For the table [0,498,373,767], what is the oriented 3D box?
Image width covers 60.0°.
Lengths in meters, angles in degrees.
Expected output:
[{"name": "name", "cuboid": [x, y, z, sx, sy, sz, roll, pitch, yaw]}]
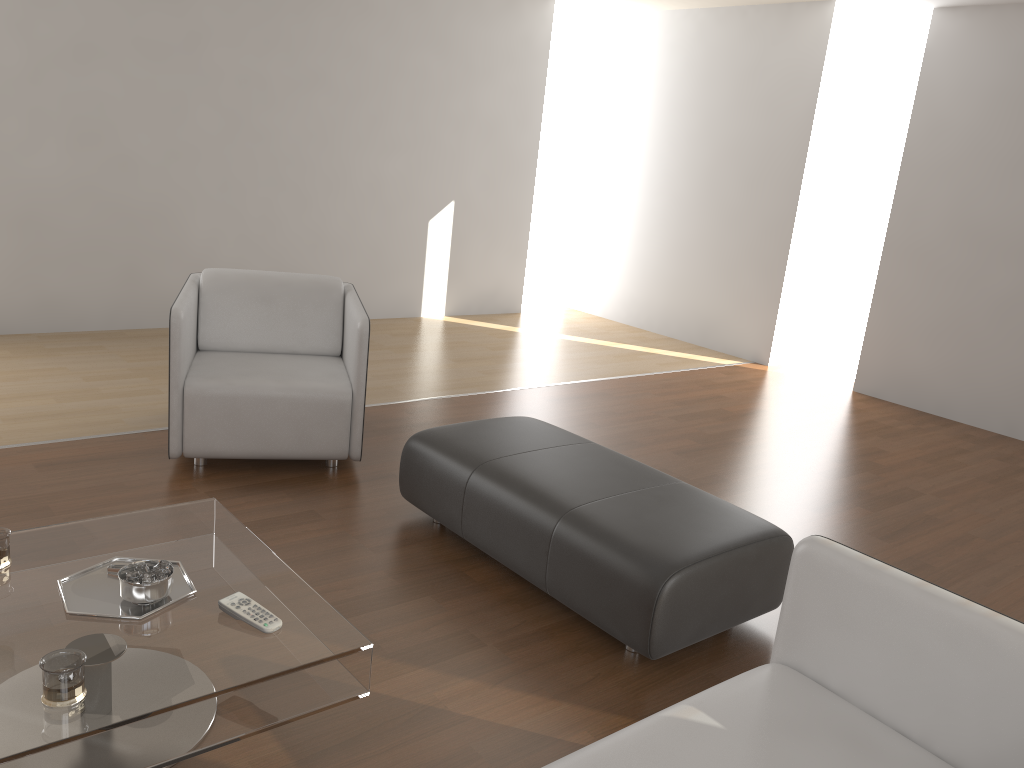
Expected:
[{"name": "table", "cuboid": [-0.948, 0.631, 2.020, 0.900, 0.300, 0.900, -6, 19, -39]}]

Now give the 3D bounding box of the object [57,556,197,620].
[{"name": "object", "cuboid": [-0.888, 0.469, 2.048, 0.273, 0.011, 0.315, -3, 18, -33]}]

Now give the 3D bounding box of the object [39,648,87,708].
[{"name": "object", "cuboid": [-0.833, 0.546, 1.647, 0.079, 0.077, 0.079, 17, 18, 36]}]

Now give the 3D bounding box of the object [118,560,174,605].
[{"name": "object", "cuboid": [-0.830, 0.447, 2.012, 0.117, 0.079, 0.118, -3, 18, -33]}]

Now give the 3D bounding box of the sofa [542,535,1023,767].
[{"name": "sofa", "cuboid": [0.030, 0.791, 0.933, 2.238, 0.661, 0.919, -6, 19, -39]}]

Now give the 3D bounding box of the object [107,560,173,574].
[{"name": "object", "cuboid": [-0.889, 0.438, 2.111, 0.147, 0.035, 0.051, 6, 15, 0]}]

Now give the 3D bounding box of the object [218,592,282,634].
[{"name": "object", "cuboid": [-0.581, 0.511, 1.980, 0.158, 0.029, 0.064, 15, 17, 29]}]

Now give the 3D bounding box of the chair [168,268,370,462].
[{"name": "chair", "cuboid": [-1.065, -0.117, 3.917, 0.767, 0.661, 0.919, 2, 15, -15]}]

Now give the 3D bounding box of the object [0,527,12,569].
[{"name": "object", "cuboid": [-1.222, 0.388, 2.087, 0.079, 0.077, 0.079, 17, 18, 36]}]

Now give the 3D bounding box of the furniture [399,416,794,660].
[{"name": "furniture", "cuboid": [0.235, 0.433, 3.062, 0.685, 0.301, 1.291, -6, 19, -39]}]
